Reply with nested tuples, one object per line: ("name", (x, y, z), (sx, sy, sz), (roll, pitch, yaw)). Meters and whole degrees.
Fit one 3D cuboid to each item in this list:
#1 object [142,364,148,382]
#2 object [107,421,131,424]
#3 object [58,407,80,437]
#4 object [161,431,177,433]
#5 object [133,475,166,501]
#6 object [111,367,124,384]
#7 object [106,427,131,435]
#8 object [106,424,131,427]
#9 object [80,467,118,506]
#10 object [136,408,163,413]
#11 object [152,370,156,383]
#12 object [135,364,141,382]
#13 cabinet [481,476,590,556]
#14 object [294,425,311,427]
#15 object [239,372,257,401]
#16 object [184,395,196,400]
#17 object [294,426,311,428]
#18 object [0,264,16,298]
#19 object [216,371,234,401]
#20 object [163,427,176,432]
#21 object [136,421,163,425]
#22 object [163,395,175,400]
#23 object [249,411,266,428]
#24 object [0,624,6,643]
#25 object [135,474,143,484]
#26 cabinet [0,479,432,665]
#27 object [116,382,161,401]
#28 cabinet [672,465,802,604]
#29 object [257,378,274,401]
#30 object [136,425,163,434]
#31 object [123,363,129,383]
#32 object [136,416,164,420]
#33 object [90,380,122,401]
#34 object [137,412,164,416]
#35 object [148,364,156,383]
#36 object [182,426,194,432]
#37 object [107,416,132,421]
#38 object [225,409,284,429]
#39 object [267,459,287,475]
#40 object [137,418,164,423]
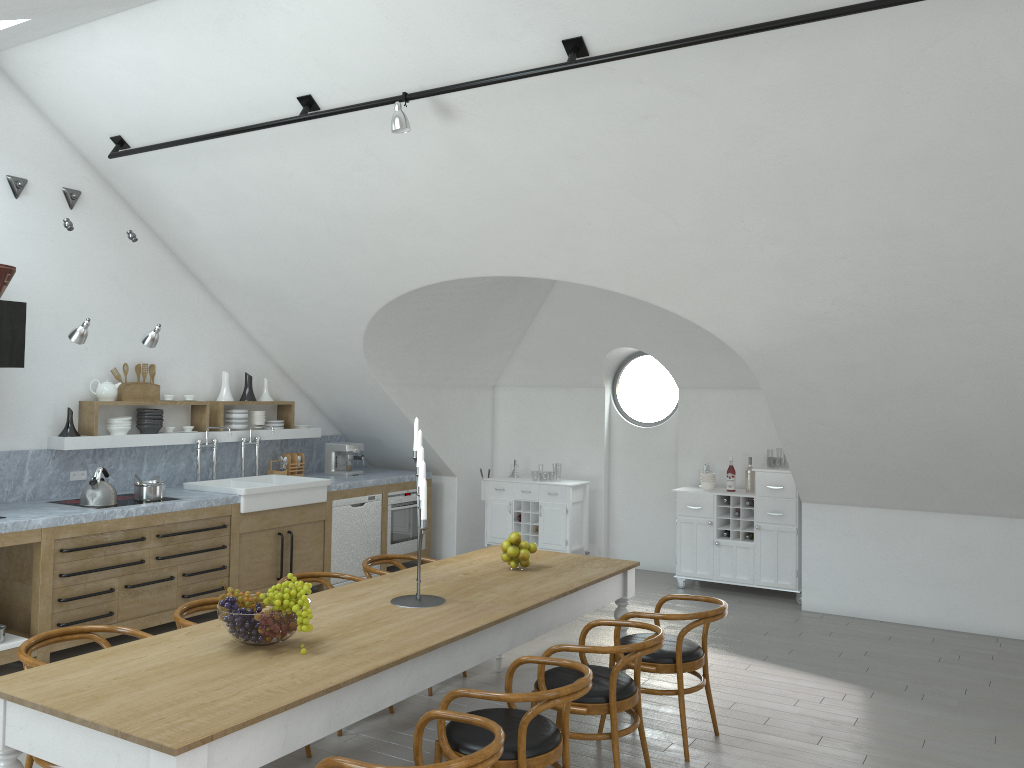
("object", (-3.016, -0.018, 7.265), (0.019, 0.299, 0.057), (-1, -3, 31))
("object", (-3.118, 0.326, 7.034), (0.181, 0.069, 0.181), (2, -1, -42))
("object", (-3.341, 0.285, 6.699), (0.156, 0.219, 0.156), (0, -2, 12))
("object", (-2.887, 0.408, 7.465), (0.163, 0.012, 0.164), (1, -1, -42))
("object", (-2.713, 0.800, 6.754), (0.232, 0.170, 0.394), (1, -1, 11))
("object", (-3.128, -0.004, 7.110), (0.016, 0.259, 0.199), (-1, -3, 41))
("object", (-3.120, 0.372, 7.031), (0.181, 0.064, 0.181), (1, -1, -37))
("object", (-3.120, 0.349, 7.031), (0.181, 0.065, 0.181), (1, -1, -22))
("object", (-2.952, 0.727, 6.342), (0.246, 0.268, 0.246), (0, -2, 41))
("object", (-2.976, 0.243, 7.285), (0.205, 0.080, 0.205), (0, -1, 33))
("object", (-2.982, -0.016, 7.362), (0.030, 0.294, 0.057), (-1, -3, 31))
("object", (-3.050, -0.019, 7.245), (0.040, 0.300, 0.061), (0, -3, 28))
("cabinet", (0.223, 1.391, 9.187), (1.134, 0.790, 0.496), (0, -2, 31))
("object", (-2.096, 0.422, 8.772), (0.213, 0.025, 0.213), (1, -1, 18))
("object", (-2.441, 0.025, 8.208), (0.156, 0.268, 0.156), (0, -2, 35))
("object", (-2.781, 0.120, 7.648), (0.098, 0.049, 0.098), (0, -1, 28))
("object", (-2.096, 0.431, 8.772), (0.213, 0.025, 0.213), (1, -1, 18))
("object", (-3.422, -0.652, 5.741), (0.348, 0.237, 0.366), (2, -1, -42))
("object", (-2.578, 0.021, 7.984), (0.156, 0.268, 0.156), (0, -2, 19))
("object", (-2.887, 0.385, 7.466), (0.098, 0.049, 0.098), (0, -1, 28))
("object", (-2.975, 0.345, 7.275), (0.205, 0.086, 0.205), (1, -1, -22))
("object", (-2.891, 0.116, 7.463), (0.098, 0.049, 0.098), (0, -1, 28))
("object", (-2.369, 0.329, 8.247), (0.157, 0.160, 0.154), (2, -2, -31))
("object", (-3.253, 1.542, 5.491), (0.261, 0.113, 0.153), (0, -1, 30))
("object", (-2.782, 0.773, 6.703), (0.236, 0.167, 0.051), (0, -2, 26))
("cabinet", (-2.880, 1.440, 6.701), (1.004, 1.023, 6.423), (0, -1, 31))
("object", (-3.043, 0.060, 7.237), (0.084, 0.158, 0.353), (0, -1, 31))
("cabinet", (2.150, 1.343, 8.265), (1.242, 1.155, 0.609), (0, -2, 31))
("object", (-2.334, 0.054, 8.405), (0.156, 0.219, 0.156), (0, -2, 12))
("object", (-2.975, 0.372, 7.274), (0.205, 0.072, 0.205), (1, -1, 18))
("object", (-3.112, -0.022, 7.143), (0.027, 0.299, 0.055), (-1, -3, 31))
("object", (-2.973, 0.296, 7.279), (0.205, 0.072, 0.205), (1, -1, 18))
("object", (-3.194, 0.051, 6.967), (0.174, 0.169, 0.167), (0, -1, 14))
("object", (-2.973, 0.271, 7.285), (0.205, 0.084, 0.205), (1, -1, -32))
("object", (-2.985, -0.016, 7.321), (0.039, 0.298, 0.067), (0, -3, 31))
("object", (-2.788, 0.388, 7.631), (0.098, 0.049, 0.098), (0, -1, 28))
("object", (-3.117, 0.297, 7.037), (0.180, 0.076, 0.181), (1, -1, -22))
("object", (-2.390, 0.331, 8.259), (0.198, 0.196, 0.656), (0, -1, 30))
("object", (-2.235, 0.808, 8.445), (0.100, 0.171, 0.173), (0, -2, 32))
("object", (-2.968, 0.318, 7.275), (0.205, 0.086, 0.205), (1, -1, -17))
